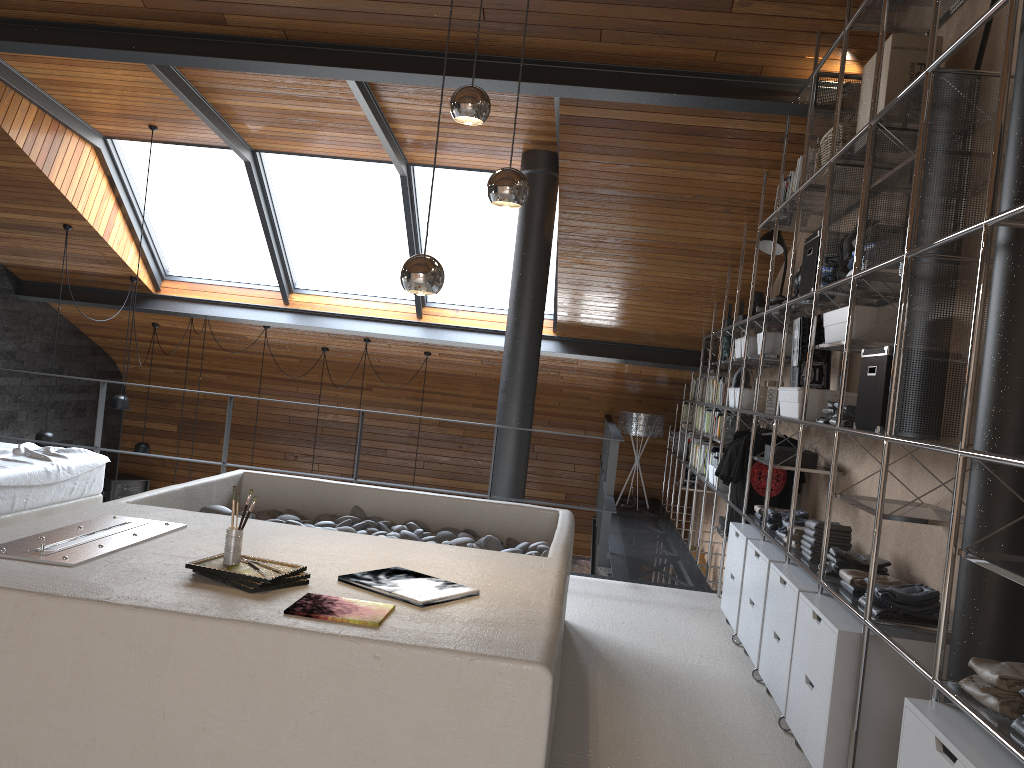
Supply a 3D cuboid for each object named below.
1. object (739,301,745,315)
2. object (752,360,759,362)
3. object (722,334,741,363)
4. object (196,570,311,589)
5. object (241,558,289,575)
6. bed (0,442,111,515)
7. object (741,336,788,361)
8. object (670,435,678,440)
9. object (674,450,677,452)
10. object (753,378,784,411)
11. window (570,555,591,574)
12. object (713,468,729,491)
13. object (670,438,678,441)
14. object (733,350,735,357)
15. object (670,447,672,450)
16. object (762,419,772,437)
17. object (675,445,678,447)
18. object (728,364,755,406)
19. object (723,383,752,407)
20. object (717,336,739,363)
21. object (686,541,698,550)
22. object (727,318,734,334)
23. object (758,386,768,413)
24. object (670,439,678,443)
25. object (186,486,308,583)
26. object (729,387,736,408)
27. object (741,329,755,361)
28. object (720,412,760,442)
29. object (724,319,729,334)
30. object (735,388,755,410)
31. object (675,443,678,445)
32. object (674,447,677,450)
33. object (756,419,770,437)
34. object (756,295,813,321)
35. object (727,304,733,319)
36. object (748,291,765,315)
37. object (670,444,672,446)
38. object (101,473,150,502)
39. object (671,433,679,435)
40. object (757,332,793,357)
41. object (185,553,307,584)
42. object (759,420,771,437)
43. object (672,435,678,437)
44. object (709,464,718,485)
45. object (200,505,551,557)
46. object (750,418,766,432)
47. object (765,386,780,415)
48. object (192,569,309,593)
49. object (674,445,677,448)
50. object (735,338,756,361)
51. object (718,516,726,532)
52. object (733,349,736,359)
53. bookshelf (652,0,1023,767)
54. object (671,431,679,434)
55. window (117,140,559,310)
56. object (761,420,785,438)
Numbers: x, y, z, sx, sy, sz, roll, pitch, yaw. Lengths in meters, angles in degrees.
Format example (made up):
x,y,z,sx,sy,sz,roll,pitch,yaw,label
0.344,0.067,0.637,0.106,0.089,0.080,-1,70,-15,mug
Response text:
x,y,z,sx,sy,sz,roll,pitch,yaw,label
1.775,-0.576,6.854,0.029,0.114,0.084,6,1,17,object
1.782,-0.224,6.465,0.067,0.150,0.067,7,1,44,object
1.715,-0.268,6.843,0.197,0.220,0.102,6,1,-11,object
-0.764,0.549,2.598,0.276,0.013,0.207,7,1,30,object
-0.745,0.535,2.593,0.232,0.010,0.064,7,1,42,object
-3.103,0.434,3.706,2.011,0.485,1.826,6,1,5,bed
1.634,-0.227,5.706,0.295,0.136,0.228,6,1,5,object
1.904,0.609,9.922,0.252,0.028,0.180,6,1,5,object
1.873,0.742,9.680,0.201,0.012,0.161,6,1,5,object
1.579,0.073,5.448,0.142,0.205,0.196,6,1,3,object
-1.565,2.476,11.123,5.936,1.522,0.101,6,1,5,window
1.580,0.683,6.273,0.295,0.136,0.228,6,1,5,object
1.904,0.632,9.922,0.246,0.016,0.182,6,1,5,object
1.591,-0.208,6.370,0.037,0.077,0.037,6,1,-9,object
1.897,0.735,9.938,0.234,0.025,0.176,6,1,5,object
1.520,0.308,5.264,0.387,0.197,0.009,6,1,1,object
1.895,0.680,9.657,0.228,0.016,0.182,6,1,5,object
1.636,0.026,6.354,0.157,0.339,0.229,7,1,32,object
1.670,0.073,6.582,0.227,0.202,0.082,6,1,-33,object
1.759,-0.268,7.042,0.138,0.222,0.278,6,1,-39,object
1.718,1.742,8.643,0.207,0.442,0.328,6,1,-2,object
1.737,-0.463,7.057,0.029,0.117,0.086,6,1,25,object
1.490,0.091,5.237,0.074,0.156,0.078,6,1,20,object
1.903,0.648,9.922,0.246,0.016,0.182,6,1,5,object
-0.760,0.427,2.590,0.301,0.234,0.245,6,1,25,object
1.617,0.105,5.975,0.295,0.136,0.228,6,1,5,object
1.658,-0.271,6.274,0.062,0.219,0.157,6,1,5,object
1.655,0.302,6.418,0.166,0.240,0.390,7,1,38,object
1.737,-0.465,7.155,0.029,0.117,0.086,6,1,-9,object
1.593,0.106,5.710,0.295,0.136,0.228,6,1,5,object
1.876,0.663,9.683,0.203,0.013,0.161,6,1,5,object
1.888,0.711,9.672,0.262,0.025,0.176,6,1,5,object
1.536,0.308,5.451,0.387,0.197,0.009,6,1,1,object
1.619,-0.469,5.195,0.286,0.141,0.657,6,1,-2,object
1.746,-0.579,7.105,0.029,0.114,0.084,6,1,12,object
1.738,-0.565,6.298,0.115,0.177,0.115,7,1,30,object
1.901,0.692,9.938,0.243,0.012,0.159,6,1,5,object
-4.766,2.234,10.431,0.686,2.298,0.639,7,1,43,object
1.913,0.567,9.938,0.246,0.016,0.182,6,1,5,object
1.584,-0.220,5.153,0.290,0.124,0.222,6,1,5,object
-0.773,0.535,2.591,0.276,0.013,0.207,6,1,16,object
1.525,0.308,5.329,0.387,0.197,0.009,6,1,1,object
1.918,0.587,9.937,0.233,0.021,0.174,6,1,5,object
1.604,0.683,6.540,0.295,0.136,0.228,6,1,5,object
-0.694,0.754,4.044,1.842,0.246,1.435,6,1,5,object
1.548,0.267,5.498,0.283,0.118,0.016,6,1,5,object
1.531,0.097,5.139,0.078,0.156,0.074,6,1,-35,object
-0.765,0.562,2.597,0.276,0.013,0.207,7,1,36,object
1.878,0.692,9.673,0.201,0.013,0.161,6,1,5,object
1.658,-0.227,5.966,0.295,0.136,0.228,6,1,5,object
1.549,0.946,5.845,0.320,0.114,0.404,6,1,5,object
1.599,-0.226,6.320,0.037,0.114,0.037,6,1,-9,object
1.455,0.999,4.731,0.421,6.219,10.738,6,1,5,bookshelf
1.916,0.552,9.949,0.246,0.016,0.182,6,1,5,object
-1.493,-1.418,7.963,3.818,1.031,1.213,6,1,5,window
1.515,0.267,5.131,0.283,0.118,0.016,6,1,5,object
